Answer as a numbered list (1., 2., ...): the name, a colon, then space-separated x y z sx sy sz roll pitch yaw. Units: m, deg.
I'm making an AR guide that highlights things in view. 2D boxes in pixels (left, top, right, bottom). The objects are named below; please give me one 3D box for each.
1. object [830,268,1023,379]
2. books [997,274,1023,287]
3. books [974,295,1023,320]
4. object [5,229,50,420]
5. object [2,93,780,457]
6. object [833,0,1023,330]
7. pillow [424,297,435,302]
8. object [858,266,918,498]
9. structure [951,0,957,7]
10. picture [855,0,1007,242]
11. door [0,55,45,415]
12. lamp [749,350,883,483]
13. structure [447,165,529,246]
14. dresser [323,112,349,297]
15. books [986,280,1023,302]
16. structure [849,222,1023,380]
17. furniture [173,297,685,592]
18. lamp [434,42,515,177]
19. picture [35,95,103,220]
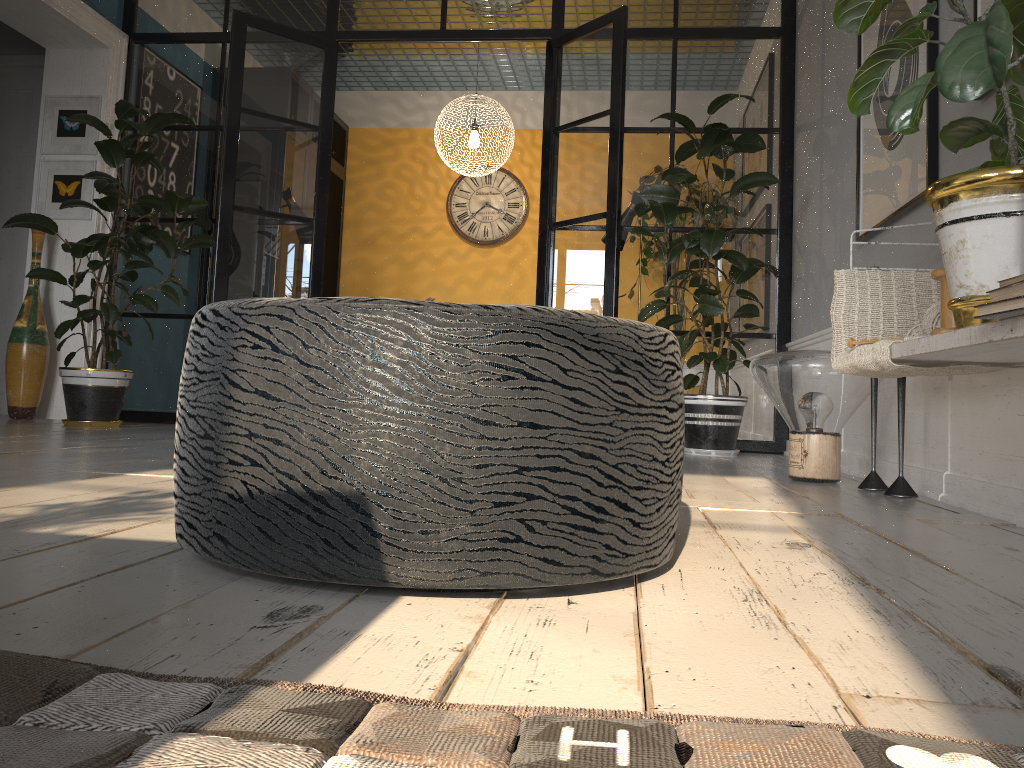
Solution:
1. object: 1.002 -0.176 2.121 0.329 0.308 0.781 2 -2 8
2. books: 0.896 -0.159 1.256 0.229 0.017 0.377 2 -1 4
3. books: 0.886 -0.113 1.238 0.296 0.021 0.366 2 -1 2
4. object: -2.716 -0.363 4.996 0.216 1.130 0.214 2 -5 1
5. object: -0.537 -0.611 4.610 3.896 1.805 1.006 2 -4 7
6. object: 0.892 -0.577 1.651 0.545 0.969 0.508 3 -4 -8
7. pillow: -0.766 -0.389 7.013 0.783 0.602 0.496 2 -3 13
8. object: 1.128 -0.028 2.657 0.091 0.705 0.278 3 -4 -1
9. structure: 1.214 -1.205 2.147 0.024 0.264 0.736 2 -2 7
10. picture: -0.652 -1.369 3.483 4.039 1.803 7.263 2 -1 7
11. door: -3.483 -0.977 5.731 1.037 2.319 0.177 2 -5 7
12. lamp: 1.020 0.106 2.977 0.432 0.440 0.430 1 -3 29
13. structure: -0.219 -1.576 7.791 0.727 0.728 0.070 2 -5 7
14. dresser: -1.914 -1.050 7.235 0.637 2.631 1.425 2 -4 7
15. books: 0.884 -0.137 1.252 0.260 0.029 0.382 2 -1 8
16. structure: 0.908 -0.291 1.126 0.308 0.488 2.764 2 -1 7
17. furniture: -0.114 0.069 1.334 0.735 0.358 0.733 3 -2 -6
18. lamp: -0.275 -2.123 6.740 0.614 1.102 0.615 6 -5 -42
19. picture: -2.761 -1.374 4.321 0.359 0.756 1.937 2 -2 7
